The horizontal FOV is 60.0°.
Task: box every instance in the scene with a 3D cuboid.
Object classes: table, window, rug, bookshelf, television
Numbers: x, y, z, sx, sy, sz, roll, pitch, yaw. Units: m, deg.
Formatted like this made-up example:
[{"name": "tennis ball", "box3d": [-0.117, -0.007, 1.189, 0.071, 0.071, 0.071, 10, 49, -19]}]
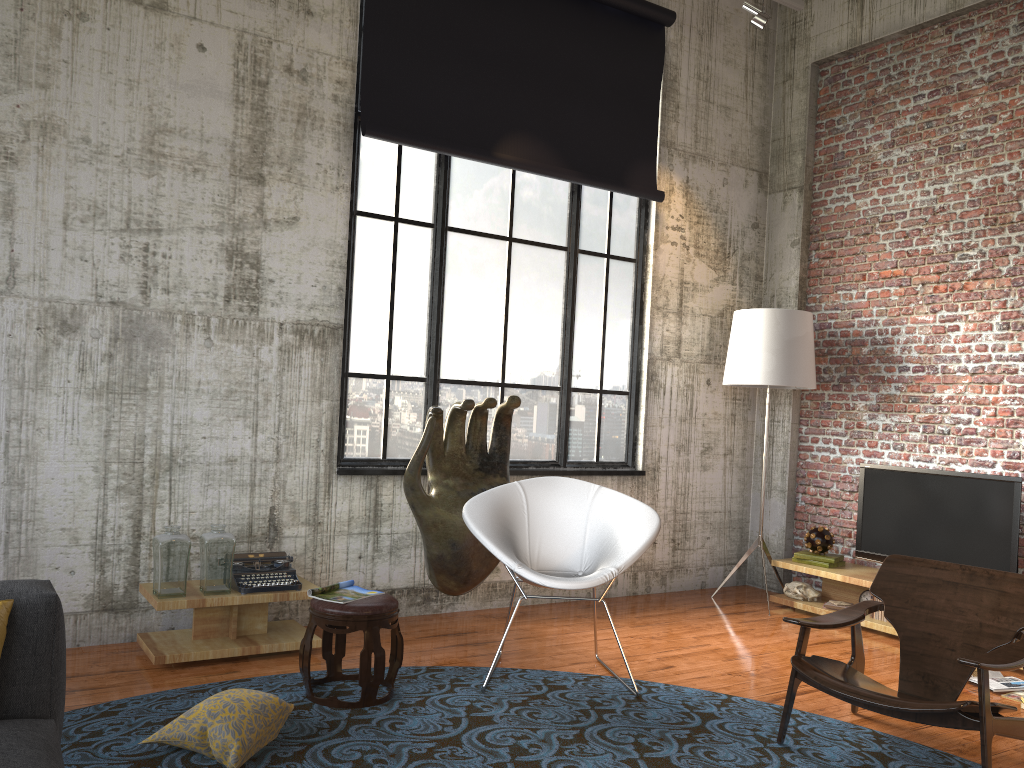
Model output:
[{"name": "table", "box3d": [-1.537, 1.289, 4.852, 0.876, 0.359, 0.475, 4, -1, -33]}, {"name": "window", "box3d": [-0.007, -1.067, 6.292, 2.581, 3.436, 0.050, 3, 0, -33]}, {"name": "rug", "box3d": [0.014, 1.486, 2.386, 4.844, 0.009, 4.849, 3, -1, 14]}, {"name": "bookshelf", "box3d": [3.241, 1.551, 5.302, 0.548, 0.359, 3.842, 4, -1, -33]}, {"name": "television", "box3d": [2.855, 0.973, 5.994, 1.089, 0.793, 0.286, 2, 0, 44]}]

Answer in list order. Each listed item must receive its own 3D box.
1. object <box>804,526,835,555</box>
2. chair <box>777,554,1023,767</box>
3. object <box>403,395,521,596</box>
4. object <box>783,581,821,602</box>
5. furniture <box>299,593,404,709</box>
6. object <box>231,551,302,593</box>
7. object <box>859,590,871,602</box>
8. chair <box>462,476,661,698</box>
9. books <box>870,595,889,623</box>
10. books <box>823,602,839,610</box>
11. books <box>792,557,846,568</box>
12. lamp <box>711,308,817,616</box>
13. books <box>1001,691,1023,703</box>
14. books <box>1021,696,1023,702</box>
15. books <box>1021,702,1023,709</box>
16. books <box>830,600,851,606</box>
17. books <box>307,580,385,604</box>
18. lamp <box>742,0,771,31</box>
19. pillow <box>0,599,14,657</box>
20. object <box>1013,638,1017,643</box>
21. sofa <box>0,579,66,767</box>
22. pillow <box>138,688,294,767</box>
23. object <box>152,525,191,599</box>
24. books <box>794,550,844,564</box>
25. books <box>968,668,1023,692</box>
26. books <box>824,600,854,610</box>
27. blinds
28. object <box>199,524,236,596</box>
[{"name": "object", "box3d": [2.326, 1.183, 6.707, 0.216, 0.208, 0.214, 4, -1, -44]}, {"name": "chair", "box3d": [1.752, 1.215, 3.820, 1.044, 0.793, 0.874, 4, -1, -43]}, {"name": "object", "box3d": [-0.339, 0.699, 5.484, 0.728, 1.296, 0.456, 3, 0, -21]}, {"name": "object", "box3d": [2.198, 1.562, 6.690, 0.183, 0.133, 0.273, 3, -1, -24]}, {"name": "furniture", "box3d": [-0.765, 1.251, 4.257, 0.432, 0.477, 0.432, 3, 0, 12]}, {"name": "object", "box3d": [-1.377, 1.044, 4.917, 0.424, 0.153, 0.381, 4, -1, -33]}, {"name": "object", "box3d": [2.554, 1.553, 6.315, 0.068, 0.172, 0.168, 3, 0, -32]}, {"name": "chair", "box3d": [0.248, 1.038, 4.721, 1.057, 1.030, 0.806, 3, 0, 7]}, {"name": "books", "box3d": [2.617, 1.530, 6.119, 0.174, 0.218, 0.232, 3, -1, -32]}, {"name": "books", "box3d": [2.370, 1.623, 6.434, 0.211, 0.020, 0.162, 2, -2, 25]}, {"name": "books", "box3d": [2.317, 1.339, 6.692, 0.243, 0.037, 0.301, 4, -2, -40]}, {"name": "lamp", "box3d": [1.942, 0.576, 6.796, 0.694, 2.243, 0.706, 3, 0, -10]}, {"name": "books", "box3d": [2.737, 1.680, 4.753, 0.189, 0.012, 0.133, 4, -2, -35]}, {"name": "books", "box3d": [2.733, 1.639, 4.544, 0.189, 0.022, 0.133, 3, -1, 18]}, {"name": "books", "box3d": [2.734, 1.666, 4.541, 0.182, 0.030, 0.128, 3, -1, -11]}, {"name": "books", "box3d": [2.375, 1.586, 6.414, 0.113, 0.016, 0.114, 3, -1, -9]}, {"name": "books", "box3d": [-0.794, 0.998, 4.260, 0.228, 0.043, 0.300, 2, -2, 31]}, {"name": "lamp", "box3d": [1.674, -2.505, 6.009, 0.226, 0.215, 0.102, 3, 0, 8]}, {"name": "pillow", "box3d": [-1.454, 0.714, 2.251, 0.168, 0.319, 0.435, 3, -1, 32]}, {"name": "object", "box3d": [2.864, 1.548, 5.662, 0.244, 0.174, 0.599, 4, -1, -41]}, {"name": "sofa", "box3d": [-1.273, 0.968, 1.218, 1.363, 0.861, 3.002, 4, -1, -31]}, {"name": "pillow", "box3d": [-1.128, 1.362, 3.570, 0.480, 0.247, 0.504, 3, -1, 23]}, {"name": "object", "box3d": [-1.758, 0.914, 4.568, 0.163, 0.361, 0.163, 3, 0, -35]}, {"name": "books", "box3d": [2.319, 1.303, 6.691, 0.301, 0.037, 0.243, 2, -2, 37]}, {"name": "books", "box3d": [2.684, 1.653, 5.042, 0.300, 0.049, 0.422, 3, -1, -18]}, {"name": "books", "box3d": [2.370, 1.603, 6.425, 0.166, 0.021, 0.211, 2, -2, 32]}, {"name": "blinds", "box3d": [0.143, -2.189, 6.134, 2.445, 1.464, 0.150, 4, 0, -32]}, {"name": "object", "box3d": [-1.564, 0.927, 4.694, 0.163, 0.361, 0.163, 3, 0, -30]}]
